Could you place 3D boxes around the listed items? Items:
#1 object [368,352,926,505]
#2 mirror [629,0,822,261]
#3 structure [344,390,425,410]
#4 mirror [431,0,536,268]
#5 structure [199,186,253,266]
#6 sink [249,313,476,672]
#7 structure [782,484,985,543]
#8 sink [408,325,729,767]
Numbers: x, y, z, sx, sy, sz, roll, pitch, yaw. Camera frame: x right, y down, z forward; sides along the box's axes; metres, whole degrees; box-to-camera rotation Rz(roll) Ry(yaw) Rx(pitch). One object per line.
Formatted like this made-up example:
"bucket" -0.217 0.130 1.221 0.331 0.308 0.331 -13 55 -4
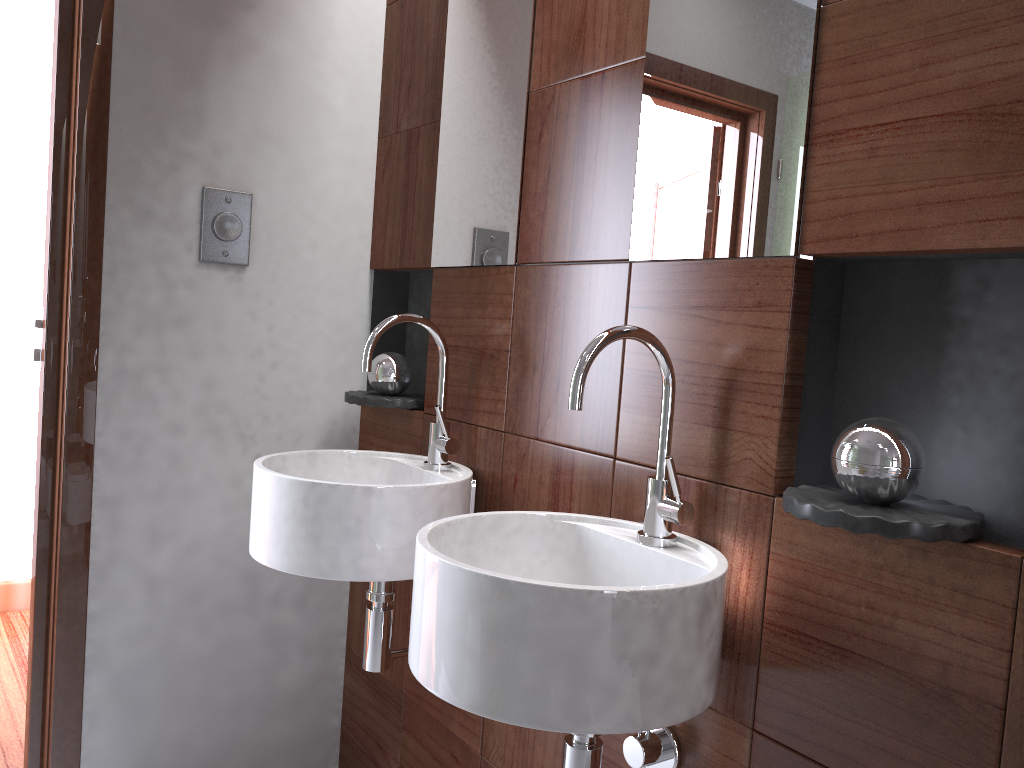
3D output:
"object" 0.074 0.034 1.553 0.104 0.104 1.350 2 4 -35
"mirror" 0.304 -0.497 1.266 0.010 0.635 0.316 2 4 -35
"structure" -0.280 0.036 2.075 0.222 0.023 0.220 5 4 15
"mirror" -0.059 -0.555 1.783 0.010 0.635 0.316 2 4 -35
"structure" -0.634 -0.348 1.968 0.109 0.164 0.028 2 4 -35
"sink" -0.285 0.216 1.714 0.417 0.715 0.415 2 4 -35
"structure" 0.437 0.151 1.054 0.220 0.023 0.222 8 5 45
"sink" 0.076 0.273 1.199 0.417 0.715 0.415 2 4 -35
